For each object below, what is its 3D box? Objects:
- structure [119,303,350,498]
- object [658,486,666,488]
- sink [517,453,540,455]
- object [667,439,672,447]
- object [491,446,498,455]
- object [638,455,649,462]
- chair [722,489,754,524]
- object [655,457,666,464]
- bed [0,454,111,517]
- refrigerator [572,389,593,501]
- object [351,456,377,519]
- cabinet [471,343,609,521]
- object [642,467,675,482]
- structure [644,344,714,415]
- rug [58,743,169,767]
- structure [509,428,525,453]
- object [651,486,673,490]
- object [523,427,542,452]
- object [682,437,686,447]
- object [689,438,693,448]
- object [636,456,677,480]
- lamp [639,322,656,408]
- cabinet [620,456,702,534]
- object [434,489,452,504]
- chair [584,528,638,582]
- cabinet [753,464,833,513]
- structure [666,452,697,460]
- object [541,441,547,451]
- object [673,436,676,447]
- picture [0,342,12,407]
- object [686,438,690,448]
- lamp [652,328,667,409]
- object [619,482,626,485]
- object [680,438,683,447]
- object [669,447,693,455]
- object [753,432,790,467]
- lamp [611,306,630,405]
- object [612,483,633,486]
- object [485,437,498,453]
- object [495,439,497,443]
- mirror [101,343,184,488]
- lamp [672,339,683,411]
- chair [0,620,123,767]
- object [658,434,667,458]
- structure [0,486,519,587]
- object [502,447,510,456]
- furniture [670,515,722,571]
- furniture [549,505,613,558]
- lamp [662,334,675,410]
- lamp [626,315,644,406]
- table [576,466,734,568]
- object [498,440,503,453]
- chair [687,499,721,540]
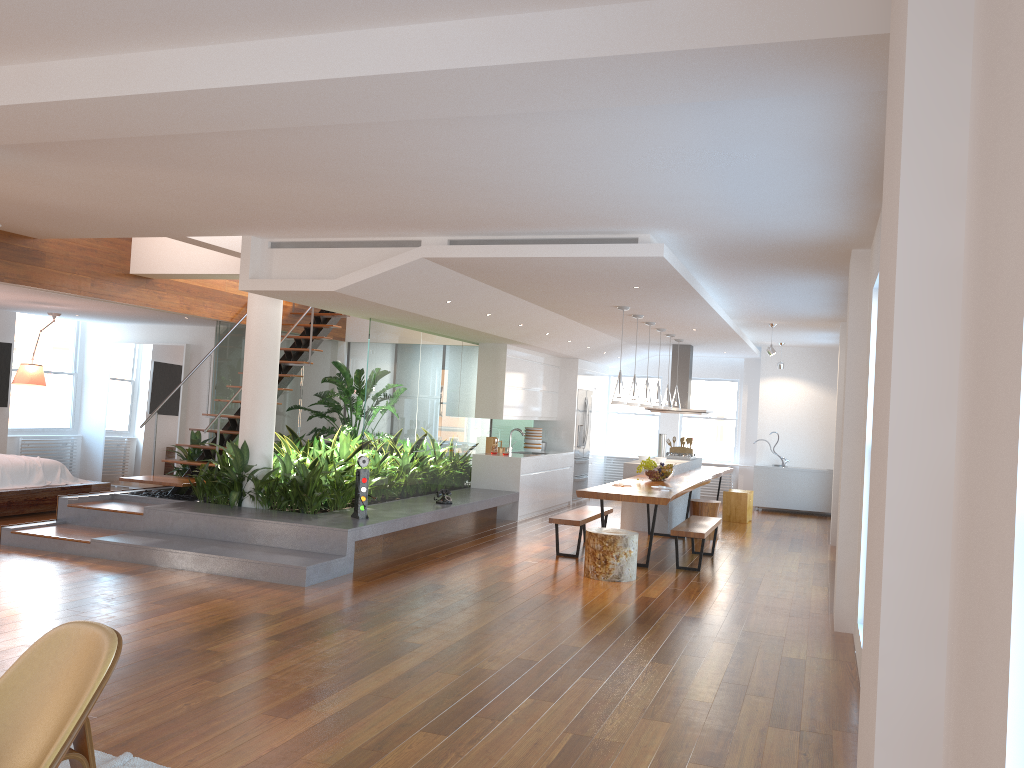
[{"bbox_3d":[-1.941,-0.646,10.616,2.552,4.265,4.591,3,-2,20],"label":"structure"},{"bbox_3d":[1.526,1.055,9.026,0.070,0.030,0.079,4,-2,-27],"label":"object"},{"bbox_3d":[0.232,1.105,12.657,0.449,0.192,0.666,3,-2,20],"label":"sink"},{"bbox_3d":[2.481,0.980,13.795,0.199,0.259,0.016,2,-2,30],"label":"object"},{"bbox_3d":[-0.235,0.882,11.784,0.094,0.106,0.094,3,-2,25],"label":"object"},{"bbox_3d":[1.717,0.980,11.593,0.152,0.082,0.152,4,-2,-31],"label":"object"},{"bbox_3d":[3.251,1.755,12.763,0.344,0.430,0.549,3,-2,23],"label":"chair"},{"bbox_3d":[1.911,0.985,11.393,0.152,0.082,0.152,4,-2,-20],"label":"object"},{"bbox_3d":[-6.218,1.066,9.883,2.314,0.595,2.207,3,-2,20],"label":"bed"},{"bbox_3d":[0.865,0.967,14.325,0.725,1.772,0.908,3,-2,20],"label":"refrigerator"},{"bbox_3d":[-1.323,0.937,7.986,0.134,0.565,0.318,4,-2,-34],"label":"object"},{"bbox_3d":[0.579,0.717,13.649,0.676,2.280,4.565,3,-2,20],"label":"cabinet"},{"bbox_3d":[1.658,1.033,10.065,0.360,0.159,0.360,4,-2,-17],"label":"object"},{"bbox_3d":[2.551,-0.256,13.318,0.909,1.405,0.900,3,-2,20],"label":"structure"},{"bbox_3d":[-2.530,1.333,2.042,3.525,0.057,3.478,3,-2,24],"label":"rug"},{"bbox_3d":[0.069,0.901,12.754,0.248,0.536,0.115,3,-2,20],"label":"structure"},{"bbox_3d":[1.526,1.061,9.025,0.222,0.020,0.222,3,-2,12],"label":"object"},{"bbox_3d":[0.313,0.833,13.260,0.266,0.356,0.267,5,-2,-45],"label":"object"},{"bbox_3d":[2.655,0.971,13.716,0.057,0.299,0.019,3,-2,20],"label":"object"},{"bbox_3d":[2.757,0.977,13.701,0.057,0.294,0.030,3,-2,19],"label":"object"},{"bbox_3d":[1.643,0.970,10.089,0.394,0.284,0.292,4,-2,-16],"label":"object"},{"bbox_3d":[1.586,-0.258,10.323,0.160,1.060,0.160,5,-2,-43],"label":"lamp"},{"bbox_3d":[2.151,1.484,12.431,0.597,0.832,2.936,3,-2,20],"label":"cabinet"},{"bbox_3d":[-0.749,1.213,9.592,0.216,0.155,0.181,4,-2,-16],"label":"object"},{"bbox_3d":[0.876,1.505,7.849,0.460,0.400,0.460,2,-2,29],"label":"chair"},{"bbox_3d":[4.595,1.719,14.372,1.309,0.725,0.420,3,-2,20],"label":"cabinet"},{"bbox_3d":[2.483,1.074,13.309,0.520,0.073,0.650,3,-2,20],"label":"structure"},{"bbox_3d":[0.405,0.930,13.632,0.284,0.196,0.265,4,-2,-28],"label":"object"},{"bbox_3d":[2.517,0.964,13.786,0.055,0.299,0.027,3,-2,20],"label":"object"},{"bbox_3d":[-7.175,-0.181,10.400,0.001,0.854,2.969,3,-2,20],"label":"picture"},{"bbox_3d":[2.716,0.975,13.697,0.068,0.298,0.039,3,-2,20],"label":"object"},{"bbox_3d":[1.827,-0.226,11.004,0.160,1.060,0.160,5,-2,-43],"label":"lamp"},{"bbox_3d":[1.145,1.039,9.211,0.070,0.030,0.079,4,-2,-17],"label":"object"},{"bbox_3d":[2.629,0.970,13.746,0.061,0.299,0.040,3,-2,17],"label":"object"},{"bbox_3d":[2.621,1.049,13.734,0.353,0.157,0.084,3,-2,20],"label":"object"},{"bbox_3d":[4.255,1.057,14.476,0.590,0.563,0.210,3,-2,-9],"label":"object"},{"bbox_3d":[1.105,-0.321,8.961,0.160,1.060,0.160,5,-2,-43],"label":"lamp"},{"bbox_3d":[1.145,1.045,9.211,0.222,0.020,0.222,4,-2,-30],"label":"object"},{"bbox_3d":[-0.275,0.834,12.088,0.104,0.222,0.200,3,-2,20],"label":"object"},{"bbox_3d":[-0.228,0.844,12.107,0.040,0.192,0.042,4,-2,-20],"label":"object"},{"bbox_3d":[-5.284,0.451,12.674,1.267,2.044,0.049,3,-2,20],"label":"mirror"},{"bbox_3d":[2.307,-0.163,12.367,0.160,1.060,0.160,5,-2,-43],"label":"lamp"},{"bbox_3d":[-1.476,1.063,2.223,0.867,0.752,0.856,4,-2,-20],"label":"chair"},{"bbox_3d":[2.204,0.906,12.929,0.172,0.356,0.120,4,-2,-22],"label":"object"},{"bbox_3d":[-2.079,1.416,9.866,3.088,0.386,5.584,3,-2,20],"label":"structure"},{"bbox_3d":[-0.080,0.888,11.679,0.094,0.106,0.094,3,-2,25],"label":"object"},{"bbox_3d":[1.861,1.598,8.918,0.316,0.389,1.433,3,-2,20],"label":"furniture"},{"bbox_3d":[0.738,1.546,9.317,0.316,0.389,1.433,3,-2,20],"label":"furniture"},{"bbox_3d":[2.067,-0.195,11.685,0.160,1.060,0.160,5,-2,-43],"label":"lamp"},{"bbox_3d":[1.346,-0.289,9.642,0.160,1.060,0.160,5,-2,-43],"label":"lamp"},{"bbox_3d":[1.997,1.501,11.002,0.893,0.704,5.996,3,-2,20],"label":"table"},{"bbox_3d":[-0.181,0.871,12.317,0.100,0.170,0.173,3,-2,21],"label":"object"},{"bbox_3d":[2.320,1.642,10.746,0.396,0.455,0.402,3,-2,10],"label":"chair"}]
